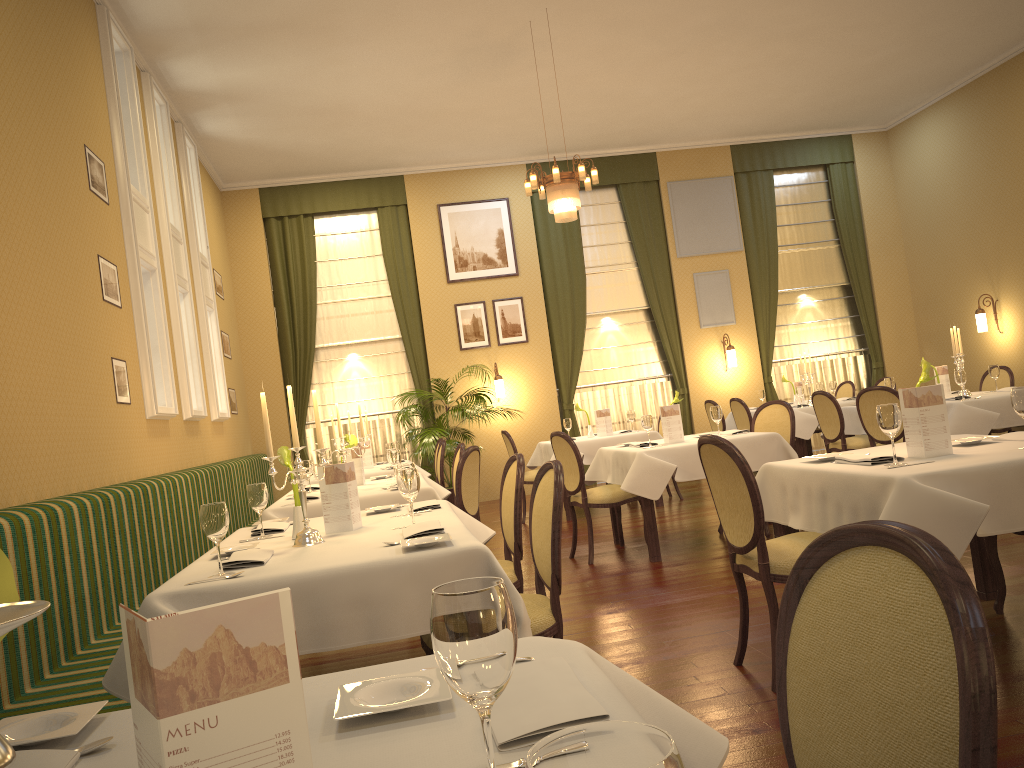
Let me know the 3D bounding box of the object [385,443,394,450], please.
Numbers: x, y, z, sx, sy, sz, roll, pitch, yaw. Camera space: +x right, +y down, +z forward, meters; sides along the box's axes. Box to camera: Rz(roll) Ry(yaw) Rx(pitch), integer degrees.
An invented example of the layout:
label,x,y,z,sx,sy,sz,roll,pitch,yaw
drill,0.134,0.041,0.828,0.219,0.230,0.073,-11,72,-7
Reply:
label,x,y,z,sx,sy,sz,roll,pitch,yaw
object,-1.188,0.693,8.675,0.088,0.229,0.088,-9,-2,39

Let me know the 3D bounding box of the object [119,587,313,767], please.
label,x,y,z,sx,sy,sz,roll,pitch,yaw
object,-0.259,0.321,0.728,0.166,0.277,0.081,-8,-2,13

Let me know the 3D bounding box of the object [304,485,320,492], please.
label,x,y,z,sx,sy,sz,roll,pitch,yaw
object,-1.485,0.777,6.649,0.142,0.033,0.273,-7,-2,-9

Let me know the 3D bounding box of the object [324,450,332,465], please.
label,x,y,z,sx,sy,sz,roll,pitch,yaw
object,-1.882,0.799,9.113,0.088,0.229,0.088,-9,-2,39

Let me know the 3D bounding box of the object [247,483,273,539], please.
label,x,y,z,sx,sy,sz,roll,pitch,yaw
object,-1.075,0.539,3.776,0.088,0.229,0.088,-9,-2,39

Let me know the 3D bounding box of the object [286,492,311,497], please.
label,x,y,z,sx,sy,sz,roll,pitch,yaw
object,-1.433,0.754,5.981,0.160,0.024,0.160,-7,-2,-9

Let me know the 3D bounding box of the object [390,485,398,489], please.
label,x,y,z,sx,sy,sz,roll,pitch,yaw
object,-0.678,0.639,5.505,0.160,0.024,0.160,-7,-2,-9

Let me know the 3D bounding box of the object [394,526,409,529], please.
label,x,y,z,sx,sy,sz,roll,pitch,yaw
object,-0.374,0.546,3.439,0.185,0.010,0.017,-7,-2,-9

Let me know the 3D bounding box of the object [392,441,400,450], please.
label,x,y,z,sx,sy,sz,roll,pitch,yaw
object,-1.191,0.707,9.151,0.088,0.229,0.088,-9,-2,39

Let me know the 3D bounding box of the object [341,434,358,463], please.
label,x,y,z,sx,sy,sz,roll,pitch,yaw
object,-1.145,0.543,6.188,0.163,0.375,0.076,-8,-2,13

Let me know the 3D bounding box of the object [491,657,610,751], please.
label,x,y,z,sx,sy,sz,roll,pitch,yaw
object,0.032,0.423,1.190,0.142,0.024,0.273,-7,-2,-9

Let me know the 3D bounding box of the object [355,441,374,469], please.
label,x,y,z,sx,sy,sz,roll,pitch,yaw
object,-1.505,0.722,8.967,0.166,0.277,0.081,-8,-2,8

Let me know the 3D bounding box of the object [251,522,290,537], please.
label,x,y,z,sx,sy,sz,roll,pitch,yaw
object,-1.081,0.647,3.978,0.142,0.033,0.273,-7,-2,-9

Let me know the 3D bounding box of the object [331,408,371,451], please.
label,x,y,z,sx,sy,sz,roll,pitch,yaw
object,-1.546,0.527,8.562,0.390,0.655,0.131,-8,-2,-3

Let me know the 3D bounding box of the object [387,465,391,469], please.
label,x,y,z,sx,sy,sz,roll,pitch,yaw
object,-1.124,0.781,8.488,0.142,0.033,0.273,-7,-2,-9

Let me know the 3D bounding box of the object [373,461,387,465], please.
label,x,y,z,sx,sy,sz,roll,pitch,yaw
object,-1.415,0.852,9.508,0.160,0.024,0.160,-7,-2,-9

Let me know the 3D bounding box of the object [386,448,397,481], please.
label,x,y,z,sx,sy,sz,roll,pitch,yaw
object,-0.865,0.588,6.478,0.088,0.229,0.088,-9,-2,39

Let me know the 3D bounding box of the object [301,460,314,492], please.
label,x,y,z,sx,sy,sz,roll,pitch,yaw
object,-1.479,0.669,6.447,0.088,0.229,0.088,-9,-2,33

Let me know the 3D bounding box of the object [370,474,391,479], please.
label,x,y,z,sx,sy,sz,roll,pitch,yaw
object,-1.012,0.722,6.842,0.160,0.024,0.160,-7,-2,-9

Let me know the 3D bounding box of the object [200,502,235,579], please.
label,x,y,z,sx,sy,sz,roll,pitch,yaw
object,-0.933,0.493,2.807,0.088,0.229,0.088,-9,-2,39

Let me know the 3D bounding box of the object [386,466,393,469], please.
label,x,y,z,sx,sy,sz,roll,pitch,yaw
object,-1.081,0.769,8.171,0.160,0.024,0.160,-7,-2,-9

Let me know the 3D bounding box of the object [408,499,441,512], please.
label,x,y,z,sx,sy,sz,roll,pitch,yaw
object,-0.408,0.564,4.097,0.142,0.024,0.273,-7,-2,-9

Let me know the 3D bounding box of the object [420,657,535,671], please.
label,x,y,z,sx,sy,sz,roll,pitch,yaw
object,-0.053,0.443,1.397,0.181,0.015,0.038,-7,-2,-7

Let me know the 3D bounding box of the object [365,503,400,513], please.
label,x,y,z,sx,sy,sz,roll,pitch,yaw
object,-0.609,0.592,4.172,0.160,0.024,0.160,-7,-2,-9

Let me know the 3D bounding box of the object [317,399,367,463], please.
label,x,y,z,sx,sy,sz,roll,pitch,yaw
object,-1.147,0.400,5.976,0.390,0.655,0.131,-8,-2,5

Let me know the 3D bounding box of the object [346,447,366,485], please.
label,x,y,z,sx,sy,sz,roll,pitch,yaw
object,-1.105,0.596,6.404,0.166,0.277,0.081,-9,-2,43

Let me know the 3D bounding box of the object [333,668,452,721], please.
label,x,y,z,sx,sy,sz,roll,pitch,yaw
object,-0.169,0.450,1.265,0.160,0.024,0.160,-7,-2,-9

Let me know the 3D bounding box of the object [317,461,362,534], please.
label,x,y,z,sx,sy,sz,roll,pitch,yaw
object,-0.680,0.459,3.596,0.166,0.277,0.081,-6,-2,-37

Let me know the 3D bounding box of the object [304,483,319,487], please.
label,x,y,z,sx,sy,sz,roll,pitch,yaw
object,-1.554,0.797,6.910,0.160,0.024,0.160,-7,-2,-9

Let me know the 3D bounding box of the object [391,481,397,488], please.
label,x,y,z,sx,sy,sz,roll,pitch,yaw
object,-0.721,0.651,5.822,0.142,0.033,0.273,-7,-2,-9

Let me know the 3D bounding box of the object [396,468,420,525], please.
label,x,y,z,sx,sy,sz,roll,pitch,yaw
object,-0.381,0.433,3.338,0.088,0.229,0.088,-9,-2,39

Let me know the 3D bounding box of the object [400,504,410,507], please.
label,x,y,z,sx,sy,sz,roll,pitch,yaw
object,-0.493,0.584,4.304,0.181,0.015,0.038,-7,-2,-7

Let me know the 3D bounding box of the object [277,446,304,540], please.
label,x,y,z,sx,sy,sz,roll,pitch,yaw
object,-0.884,0.435,3.586,0.076,0.375,0.163,-7,-2,-27

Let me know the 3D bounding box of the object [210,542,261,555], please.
label,x,y,z,sx,sy,sz,roll,pitch,yaw
object,-1.029,0.624,3.311,0.160,0.024,0.160,-7,-2,-9

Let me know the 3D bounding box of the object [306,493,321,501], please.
label,x,y,z,sx,sy,sz,roll,pitch,yaw
object,-1.304,0.726,5.696,0.142,0.033,0.273,-7,-2,-9

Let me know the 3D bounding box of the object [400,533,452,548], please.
label,x,y,z,sx,sy,sz,roll,pitch,yaw
object,-0.274,0.509,2.835,0.160,0.024,0.160,-7,-2,-9

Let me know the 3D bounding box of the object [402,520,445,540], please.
label,x,y,z,sx,sy,sz,roll,pitch,yaw
object,-0.317,0.521,3.152,0.142,0.033,0.273,-7,-2,-9

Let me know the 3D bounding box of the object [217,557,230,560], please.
label,x,y,z,sx,sy,sz,roll,pitch,yaw
object,-0.965,0.618,3.194,0.185,0.010,0.017,-7,-2,-8

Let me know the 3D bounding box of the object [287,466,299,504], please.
label,x,y,z,sx,sy,sz,roll,pitch,yaw
object,-1.337,0.623,5.478,0.088,0.229,0.088,-9,-2,39

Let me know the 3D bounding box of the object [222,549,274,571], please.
label,x,y,z,sx,sy,sz,roll,pitch,yaw
object,-0.900,0.596,3.026,0.142,0.033,0.273,-7,-2,-9

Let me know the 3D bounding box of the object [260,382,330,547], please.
label,x,y,z,sx,sy,sz,roll,pitch,yaw
object,-0.804,0.279,3.330,0.131,0.655,0.390,-8,-2,10

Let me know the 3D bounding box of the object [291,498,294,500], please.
label,x,y,z,sx,sy,sz,roll,pitch,yaw
object,-1.368,0.748,5.864,0.185,0.010,0.017,-7,-2,-8

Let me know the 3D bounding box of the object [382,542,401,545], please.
label,x,y,z,sx,sy,sz,roll,pitch,yaw
object,-0.345,0.527,2.981,0.181,0.015,0.038,-7,-2,-7

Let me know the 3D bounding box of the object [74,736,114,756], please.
label,x,y,z,sx,sy,sz,roll,pitch,yaw
object,-0.651,0.518,1.238,0.181,0.015,0.038,-7,-2,-7

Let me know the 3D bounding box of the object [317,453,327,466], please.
label,x,y,z,sx,sy,sz,roll,pitch,yaw
object,-1.740,0.752,8.144,0.088,0.229,0.088,-9,-2,39

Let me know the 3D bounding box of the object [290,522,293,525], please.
label,x,y,z,sx,sy,sz,roll,pitch,yaw
object,-1.090,0.660,4.145,0.181,0.015,0.038,-7,-2,-7

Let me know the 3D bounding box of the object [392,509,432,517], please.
label,x,y,z,sx,sy,sz,roll,pitch,yaw
object,-0.444,0.568,3.899,0.185,0.010,0.017,-7,-2,-9

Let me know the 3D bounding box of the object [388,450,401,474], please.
label,x,y,z,sx,sy,sz,roll,pitch,yaw
object,-0.785,0.564,6.009,0.088,0.229,0.088,-9,-2,39

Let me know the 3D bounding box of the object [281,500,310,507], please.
label,x,y,z,sx,sy,sz,roll,pitch,yaw
object,-1.315,0.725,5.386,0.181,0.015,0.038,-7,-2,-7

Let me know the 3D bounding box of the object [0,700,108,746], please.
label,x,y,z,sx,sy,sz,roll,pitch,yaw
object,-0.711,0.525,1.333,0.160,0.024,0.160,-7,-2,-9

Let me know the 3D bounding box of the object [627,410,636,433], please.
label,x,y,z,sx,sy,sz,roll,pitch,yaw
object,1.215,0.379,8.977,0.088,0.229,0.088,-9,-2,39

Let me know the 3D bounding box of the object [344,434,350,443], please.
label,x,y,z,sx,sy,sz,roll,pitch,yaw
object,-1.617,0.683,8.878,0.076,0.375,0.163,-7,-2,-22

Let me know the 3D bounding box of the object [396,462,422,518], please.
label,x,y,z,sx,sy,sz,roll,pitch,yaw
object,-0.445,0.456,3.824,0.088,0.229,0.088,-9,-2,39

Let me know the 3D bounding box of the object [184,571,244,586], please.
label,x,y,z,sx,sy,sz,roll,pitch,yaw
object,-0.911,0.595,2.716,0.181,0.015,0.038,-7,-2,-7

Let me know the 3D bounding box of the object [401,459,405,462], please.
label,x,y,z,sx,sy,sz,roll,pitch,yaw
object,-1.215,0.824,9.433,0.142,0.024,0.273,-7,-2,-9

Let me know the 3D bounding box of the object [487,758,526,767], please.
label,x,y,z,sx,sy,sz,roll,pitch,yaw
object,-0.005,0.427,0.993,0.185,0.010,0.017,-7,-2,-9

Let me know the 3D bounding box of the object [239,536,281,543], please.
label,x,y,z,sx,sy,sz,roll,pitch,yaw
object,-1.040,0.642,3.692,0.185,0.010,0.017,-7,-2,-8

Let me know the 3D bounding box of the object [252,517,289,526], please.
label,x,y,z,sx,sy,sz,roll,pitch,yaw
object,-1.151,0.667,4.239,0.160,0.024,0.160,-7,-2,-9
